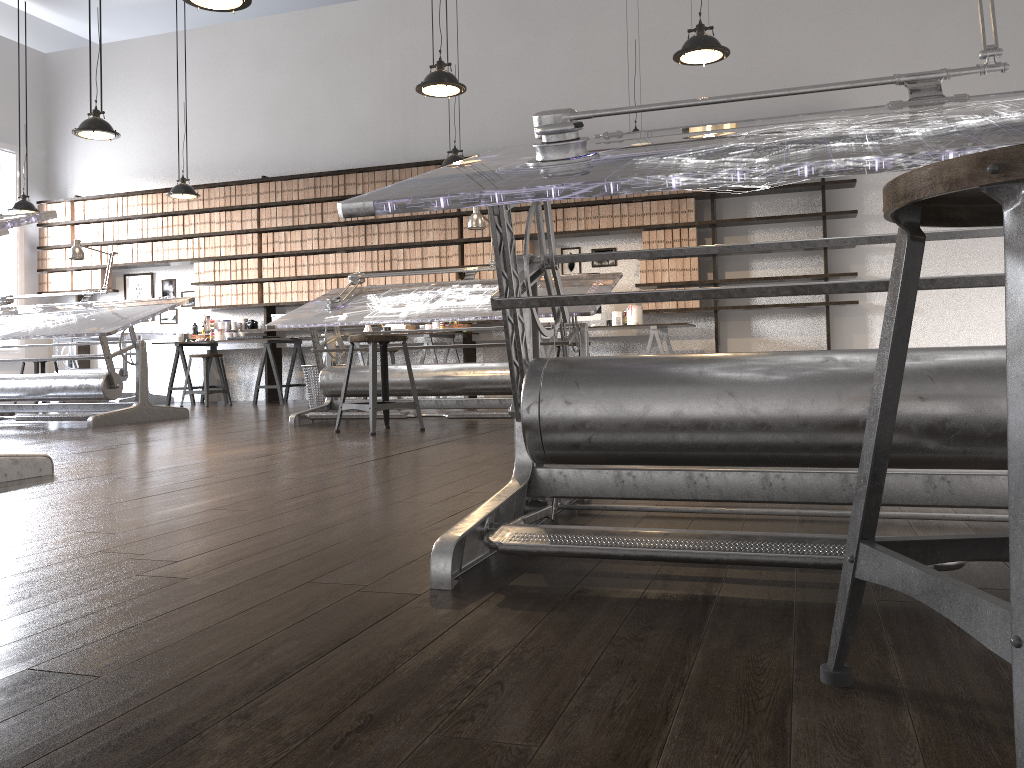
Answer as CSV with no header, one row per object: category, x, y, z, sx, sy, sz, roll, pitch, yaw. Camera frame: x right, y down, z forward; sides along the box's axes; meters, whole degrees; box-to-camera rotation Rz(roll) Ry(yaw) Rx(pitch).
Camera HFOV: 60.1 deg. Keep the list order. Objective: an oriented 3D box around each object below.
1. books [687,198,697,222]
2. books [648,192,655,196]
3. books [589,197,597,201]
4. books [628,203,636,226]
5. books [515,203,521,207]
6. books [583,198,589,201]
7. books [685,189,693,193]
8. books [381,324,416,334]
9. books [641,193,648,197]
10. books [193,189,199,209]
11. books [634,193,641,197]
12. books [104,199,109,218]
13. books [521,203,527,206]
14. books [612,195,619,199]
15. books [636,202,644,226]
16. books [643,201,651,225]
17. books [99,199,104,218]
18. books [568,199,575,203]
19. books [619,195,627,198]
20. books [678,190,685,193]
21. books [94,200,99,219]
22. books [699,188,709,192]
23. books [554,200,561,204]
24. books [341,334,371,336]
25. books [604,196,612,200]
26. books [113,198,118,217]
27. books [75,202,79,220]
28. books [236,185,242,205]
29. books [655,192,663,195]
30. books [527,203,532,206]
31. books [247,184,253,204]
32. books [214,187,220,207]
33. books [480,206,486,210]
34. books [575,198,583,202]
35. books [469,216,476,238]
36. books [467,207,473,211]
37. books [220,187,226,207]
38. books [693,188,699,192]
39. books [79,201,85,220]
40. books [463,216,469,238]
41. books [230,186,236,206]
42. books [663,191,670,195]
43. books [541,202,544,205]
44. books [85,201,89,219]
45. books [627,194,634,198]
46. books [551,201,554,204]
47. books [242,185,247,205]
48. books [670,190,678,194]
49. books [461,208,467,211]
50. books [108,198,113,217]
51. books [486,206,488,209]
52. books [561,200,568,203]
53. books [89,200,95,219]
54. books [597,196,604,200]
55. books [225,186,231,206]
books,1.685,-1.614,8.290,0.066,0.226,0.174,-2,-1,18
books,1.338,-1.877,8.413,0.066,0.226,0.174,-2,-1,18
books,0.795,-1.868,8.590,0.066,0.226,0.174,-2,-1,18
books,1.163,-1.605,8.467,0.066,0.226,0.174,-2,-1,18
books,0.075,-1.855,8.829,0.066,0.226,0.174,-2,-1,18
books,0.734,-1.867,8.606,0.067,0.226,0.174,-2,-1,18
books,1.665,-1.883,8.301,0.067,0.226,0.174,-2,-1,18
books,-1.152,-0.556,8.866,0.294,0.148,0.385,-1,1,18
books,1.273,-1.876,8.429,0.067,0.226,0.174,-2,-1,18
books,-3.522,-2.070,10.013,0.066,0.226,0.174,-2,-1,18
books,1.211,-1.875,8.456,0.066,0.226,0.174,-2,-1,18
books,-4.705,-2.049,10.398,0.067,0.226,0.174,-2,-1,18
books,0.143,-1.857,8.807,0.066,0.226,0.174,-2,-1,18
books,1.009,-1.872,8.523,0.066,0.226,0.174,-2,-1,18
books,1.228,-1.606,8.444,0.066,0.226,0.174,-2,-1,18
books,1.294,-1.607,8.418,0.067,0.226,0.174,-2,-1,18
books,-4.767,-2.049,10.425,0.066,0.226,0.174,-2,-1,18
books,0.597,-1.864,8.654,0.066,0.226,0.174,-2,-1,18
books,1.075,-1.873,8.496,0.066,0.226,0.174,-2,-1,18
books,1.601,-1.882,8.329,0.066,0.226,0.174,-2,-1,18
books,-4.834,-2.047,10.447,0.066,0.226,0.174,-2,-1,18
books,1.789,-1.885,8.263,0.066,0.226,0.174,-2,-1,18
books,0.465,-1.862,8.700,0.066,0.226,0.174,-2,-1,18
books,-1.583,-0.489,8.820,0.354,0.029,0.256,-1,1,18
books,0.936,-1.870,8.541,0.067,0.226,0.174,-2,-1,18
books,-4.580,-2.052,10.360,0.066,0.226,0.174,-2,-1,18
books,-5.110,-2.043,10.538,0.066,0.226,0.174,-2,-1,18
books,-2.985,-2.080,9.838,0.066,0.226,0.174,-2,-1,18
books,1.398,-1.878,8.392,0.066,0.226,0.174,-2,-1,18
books,0.205,-1.857,8.780,0.067,0.226,0.174,-2,-1,18
books,-2.853,-2.082,9.793,0.066,0.226,0.174,-2,-1,18
books,-3.254,-2.075,9.925,0.066,0.226,0.174,-2,-1,18
books,-0.264,-1.850,8.938,0.066,0.226,0.174,-2,-1,18
books,0.665,-1.866,8.629,0.066,0.226,0.174,-2,-1,18
books,-0.375,-1.578,8.964,0.067,0.226,0.174,-2,-1,18
books,-0.394,-1.847,8.976,0.066,0.226,0.174,-2,-1,18
books,-3.186,-2.076,9.899,0.066,0.226,0.174,-2,-1,18
books,1.730,-1.884,8.284,0.066,0.226,0.174,-2,-1,18
books,-5.042,-2.044,10.510,0.067,0.226,0.174,-2,-1,18
books,-0.433,-1.577,8.988,0.066,0.226,0.174,-2,-1,18
books,-3.056,-2.078,9.861,0.066,0.226,0.174,-2,-1,18
books,1.466,-1.880,8.367,0.067,0.226,0.174,-2,-1,18
books,0.329,-1.860,8.742,0.066,0.226,0.174,-2,-1,18
books,-4.969,-2.045,10.491,0.066,0.226,0.174,-2,-1,18
books,1.144,-1.874,8.478,0.066,0.226,0.174,-2,-1,18
books,0.397,-1.861,8.718,0.067,0.226,0.174,-2,-1,18
books,-2.918,-2.081,9.818,0.066,0.226,0.174,-2,-1,18
books,1.534,-1.881,8.349,0.066,0.226,0.174,-2,-1,18
books,-0.461,-1.846,9.002,0.066,0.226,0.174,-2,-1,18
books,-4.640,-2.051,10.382,0.066,0.226,0.174,-2,-1,18
books,-0.201,-1.851,8.920,0.066,0.226,0.174,-2,-1,18
books,0.532,-1.863,8.680,0.066,0.226,0.174,-2,-1,18
books,-4.903,-2.046,10.465,0.066,0.226,0.174,-2,-1,18
books,0.868,-1.869,8.569,0.066,0.226,0.174,-2,-1,18
books,-3.117,-2.077,9.876,0.067,0.226,0.174,-2,-1,18
